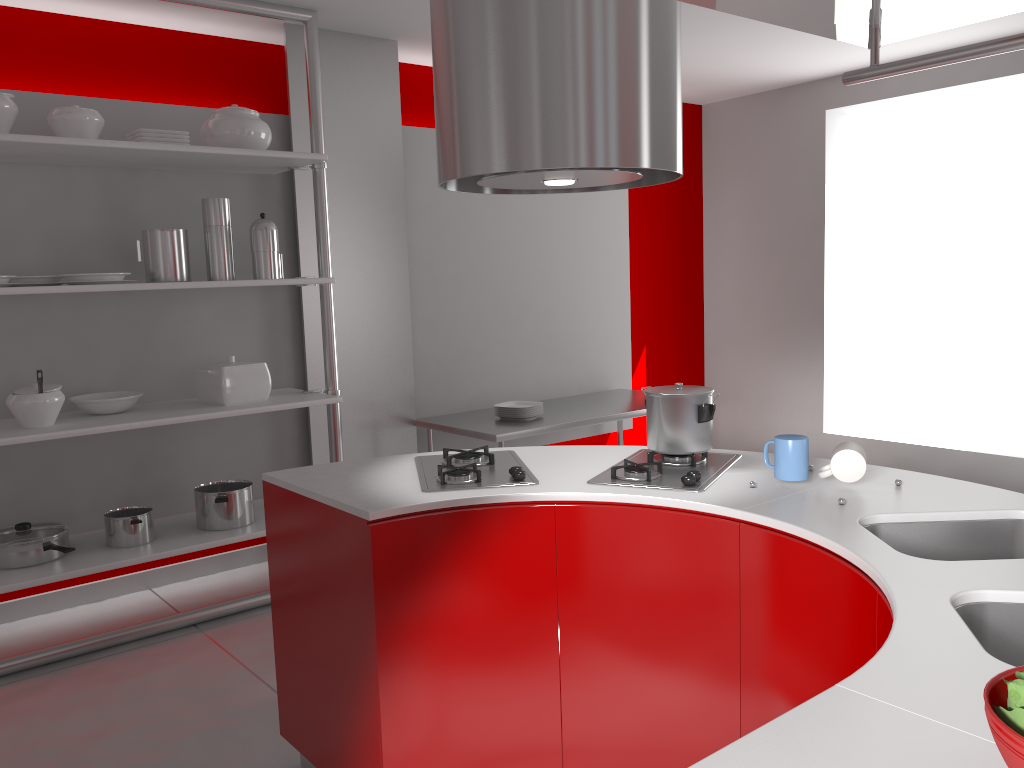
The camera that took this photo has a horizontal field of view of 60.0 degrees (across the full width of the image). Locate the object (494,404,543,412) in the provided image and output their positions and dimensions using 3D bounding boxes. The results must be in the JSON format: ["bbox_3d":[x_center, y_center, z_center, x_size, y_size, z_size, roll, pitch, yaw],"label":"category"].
[{"bbox_3d":[0.035,0.124,4.596,0.228,0.020,0.228,2,8,33],"label":"object"}]

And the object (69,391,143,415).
[{"bbox_3d":[-1.619,0.082,3.547,0.272,0.072,0.272,0,7,15],"label":"object"}]

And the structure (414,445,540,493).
[{"bbox_3d":[-0.110,0.220,2.450,0.303,0.037,0.457,-3,7,-8],"label":"structure"}]

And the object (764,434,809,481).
[{"bbox_3d":[0.662,0.177,2.151,0.109,0.100,0.080,1,8,24],"label":"object"}]

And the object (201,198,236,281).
[{"bbox_3d":[-1.190,-0.582,3.596,0.109,0.329,0.110,-8,9,-40],"label":"object"}]

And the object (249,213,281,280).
[{"bbox_3d":[-1.023,-0.569,3.669,0.115,0.274,0.115,5,10,44],"label":"object"}]

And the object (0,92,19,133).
[{"bbox_3d":[-1.860,-0.944,3.109,0.231,0.191,0.231,-2,7,2],"label":"object"}]

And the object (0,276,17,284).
[{"bbox_3d":[-1.852,-0.350,3.072,0.244,0.042,0.244,3,8,36],"label":"object"}]

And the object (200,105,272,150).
[{"bbox_3d":[-1.161,-1.060,3.733,0.287,0.222,0.287,-1,7,6],"label":"object"}]

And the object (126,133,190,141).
[{"bbox_3d":[-1.400,-0.958,3.507,0.200,0.030,0.200,-7,9,-38],"label":"object"}]

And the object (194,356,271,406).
[{"bbox_3d":[-1.187,-0.022,3.767,0.235,0.197,0.282,4,9,41],"label":"object"}]

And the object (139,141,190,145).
[{"bbox_3d":[-1.398,-0.927,3.511,0.200,0.030,0.200,-7,9,-38],"label":"object"}]

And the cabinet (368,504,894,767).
[{"bbox_3d":[0.102,0.782,1.289,1.025,0.761,1.875,-1,7,7],"label":"cabinet"}]

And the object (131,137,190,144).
[{"bbox_3d":[-1.399,-0.943,3.509,0.200,0.030,0.200,-7,9,-38],"label":"object"}]

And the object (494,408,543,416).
[{"bbox_3d":[0.036,0.145,4.599,0.228,0.020,0.228,2,8,33],"label":"object"}]

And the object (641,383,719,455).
[{"bbox_3d":[0.462,0.089,2.450,0.218,0.185,0.189,0,7,14],"label":"object"}]

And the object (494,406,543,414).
[{"bbox_3d":[0.035,0.134,4.598,0.228,0.020,0.228,2,8,33],"label":"object"}]

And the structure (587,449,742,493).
[{"bbox_3d":[0.419,0.210,2.376,0.303,0.037,0.457,1,8,26],"label":"structure"}]

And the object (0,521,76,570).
[{"bbox_3d":[-1.828,0.599,3.329,0.308,0.130,0.407,-6,8,-31],"label":"object"}]

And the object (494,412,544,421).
[{"bbox_3d":[0.036,0.165,4.601,0.228,0.020,0.228,2,8,33],"label":"object"}]

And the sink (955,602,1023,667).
[{"bbox_3d":[0.868,0.454,1.258,0.428,0.172,0.326,-1,7,12],"label":"sink"}]

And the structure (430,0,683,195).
[{"bbox_3d":[0.110,-1.004,2.300,0.644,0.958,0.644,0,7,18],"label":"structure"}]

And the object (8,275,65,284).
[{"bbox_3d":[-1.826,-0.388,3.374,0.244,0.042,0.244,4,9,43],"label":"object"}]

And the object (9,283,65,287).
[{"bbox_3d":[-1.826,-0.374,3.376,0.280,0.015,0.280,-2,7,-2],"label":"object"}]

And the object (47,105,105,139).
[{"bbox_3d":[-1.621,-0.957,3.302,0.192,0.153,0.192,-5,8,-25],"label":"object"}]

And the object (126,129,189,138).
[{"bbox_3d":[-1.400,-0.974,3.506,0.200,0.030,0.200,-7,9,-38],"label":"object"}]

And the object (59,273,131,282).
[{"bbox_3d":[-1.546,-0.388,3.296,0.244,0.042,0.244,3,8,36],"label":"object"}]

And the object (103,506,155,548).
[{"bbox_3d":[-1.522,0.568,3.532,0.196,0.122,0.182,-1,7,9],"label":"object"}]

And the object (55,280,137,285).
[{"bbox_3d":[-1.546,-0.375,3.298,0.280,0.015,0.280,-3,7,-9],"label":"object"}]

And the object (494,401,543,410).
[{"bbox_3d":[0.035,0.114,4.595,0.228,0.020,0.228,2,8,33],"label":"object"}]

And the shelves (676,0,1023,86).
[{"bbox_3d":[0.125,-0.740,0.386,0.934,1.023,0.462,-7,9,-38],"label":"shelves"}]

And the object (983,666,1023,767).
[{"bbox_3d":[0.551,0.355,0.796,0.228,0.118,0.229,1,7,23],"label":"object"}]

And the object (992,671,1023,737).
[{"bbox_3d":[0.557,0.301,0.797,0.198,0.182,0.193,-6,8,-33],"label":"object"}]

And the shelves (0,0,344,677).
[{"bbox_3d":[-1.484,-0.263,3.516,1.735,2.599,0.535,-7,9,-38],"label":"shelves"}]

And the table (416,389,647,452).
[{"bbox_3d":[0.345,0.468,4.931,1.627,0.682,0.749,-7,9,-37],"label":"table"}]

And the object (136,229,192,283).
[{"bbox_3d":[-1.373,-0.504,3.512,0.184,0.205,0.172,-6,8,-33],"label":"object"}]

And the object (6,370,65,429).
[{"bbox_3d":[-1.747,0.050,3.251,0.192,0.214,0.192,3,9,38],"label":"object"}]

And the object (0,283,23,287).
[{"bbox_3d":[-1.852,-0.337,3.073,0.280,0.015,0.280,-2,7,-2],"label":"object"}]

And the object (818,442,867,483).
[{"bbox_3d":[0.789,0.185,2.120,0.109,0.080,0.100,1,7,21],"label":"object"}]

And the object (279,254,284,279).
[{"bbox_3d":[-1.066,-0.535,3.879,0.127,0.157,0.127,-6,8,-28],"label":"object"}]

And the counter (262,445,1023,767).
[{"bbox_3d":[0.339,0.789,1.427,1.868,0.880,2.865,-3,7,-5],"label":"counter"}]

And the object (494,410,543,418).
[{"bbox_3d":[0.036,0.155,4.600,0.228,0.020,0.228,2,8,33],"label":"object"}]

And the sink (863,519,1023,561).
[{"bbox_3d":[0.922,0.395,1.739,0.428,0.172,0.326,-2,7,1],"label":"sink"}]

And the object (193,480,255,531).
[{"bbox_3d":[-1.216,0.511,3.756,0.259,0.161,0.240,3,8,34],"label":"object"}]
